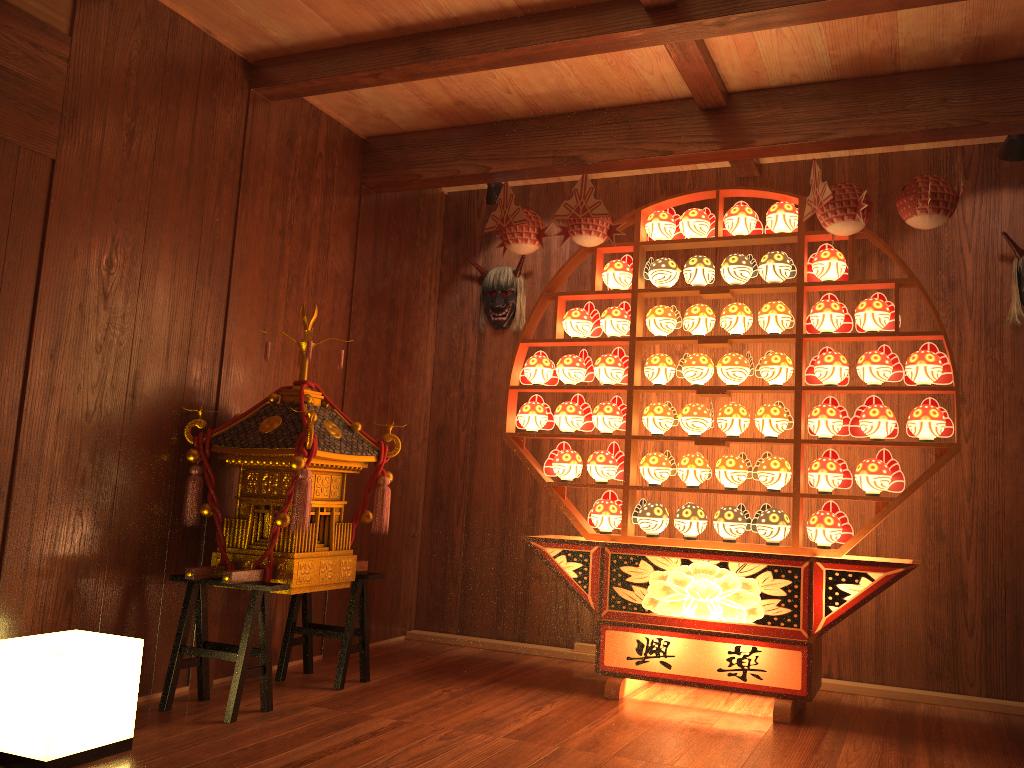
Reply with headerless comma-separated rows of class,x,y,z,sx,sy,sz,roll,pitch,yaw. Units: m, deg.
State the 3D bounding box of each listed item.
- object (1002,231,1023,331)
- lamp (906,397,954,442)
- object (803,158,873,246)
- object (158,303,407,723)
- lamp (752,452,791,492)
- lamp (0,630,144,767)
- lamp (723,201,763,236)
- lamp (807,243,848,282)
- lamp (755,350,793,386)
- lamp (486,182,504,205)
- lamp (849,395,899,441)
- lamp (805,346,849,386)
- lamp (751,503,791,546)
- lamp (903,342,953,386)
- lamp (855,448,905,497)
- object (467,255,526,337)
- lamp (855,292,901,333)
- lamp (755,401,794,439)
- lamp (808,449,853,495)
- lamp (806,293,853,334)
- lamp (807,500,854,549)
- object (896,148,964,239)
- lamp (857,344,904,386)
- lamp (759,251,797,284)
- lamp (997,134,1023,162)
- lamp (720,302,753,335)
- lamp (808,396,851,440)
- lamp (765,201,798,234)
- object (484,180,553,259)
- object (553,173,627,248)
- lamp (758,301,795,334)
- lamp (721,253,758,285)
object,2.357,-0.446,3.893,0.355,0.454,0.141,0,-8,23
lamp,1.644,0.138,3.509,0.177,0.192,0.162,-2,-9,33
object,1.312,-0.737,3.510,0.241,0.314,0.365,3,-7,2
object,-0.859,0.430,3.451,0.592,1.515,0.828,0,-8,24
lamp,1.102,0.366,3.698,0.141,0.173,0.155,5,-7,-11
lamp,-1.291,0.896,2.533,0.273,0.315,0.287,0,-8,24
lamp,1.009,-0.739,3.903,0.197,0.200,0.159,2,-7,13
lamp,1.341,-0.520,3.735,0.198,0.200,0.158,2,-7,8
lamp,1.127,-0.070,3.756,0.141,0.173,0.155,4,-7,-6
lamp,-0.069,-0.986,4.462,0.134,0.176,0.177,2,-7,10
lamp,1.481,0.134,3.577,0.198,0.200,0.158,2,-7,8
lamp,1.329,-0.077,3.672,0.189,0.187,0.157,3,-7,3
lamp,1.089,0.584,3.673,0.141,0.173,0.155,5,-7,-11
lamp,1.648,-0.084,3.542,0.193,0.200,0.162,-3,-9,38
lamp,1.448,0.353,3.559,0.162,0.200,0.194,8,-8,-31
object,-0.072,-0.476,4.888,0.355,0.454,0.141,0,-8,23
lamp,1.483,-0.300,3.643,0.183,0.195,0.162,-3,-9,38
lamp,1.092,0.147,3.734,0.135,0.173,0.162,-3,-9,39
lamp,1.283,0.356,3.623,0.180,0.194,0.162,-2,-9,33
lamp,1.322,-0.302,3.708,0.195,0.200,0.161,0,-8,23
lamp,1.269,0.571,3.600,0.188,0.198,0.162,-3,-9,38
object,1.595,-0.749,3.397,0.223,0.318,0.374,1,-8,20
lamp,1.477,-0.079,3.615,0.162,0.191,0.175,9,-9,-36
lamp,1.132,-0.507,3.818,0.135,0.173,0.162,-3,-9,39
lamp,2.043,-0.984,3.601,0.131,0.177,0.181,-4,-10,43
lamp,0.979,-0.286,3.847,0.139,0.167,0.157,3,-7,4
lamp,1.293,0.137,3.653,0.183,0.195,0.162,-2,-9,33
lamp,1.171,-0.733,3.835,0.184,0.188,0.161,-1,-8,28
object,0.046,-0.741,4.024,0.246,0.311,0.353,9,-9,-40
object,0.343,-0.750,3.911,0.339,0.306,0.220,0,-8,23
lamp,1.123,-0.289,3.787,0.135,0.173,0.161,-1,-8,29
lamp,0.980,-0.504,3.886,0.161,0.167,0.135,7,-8,-26
